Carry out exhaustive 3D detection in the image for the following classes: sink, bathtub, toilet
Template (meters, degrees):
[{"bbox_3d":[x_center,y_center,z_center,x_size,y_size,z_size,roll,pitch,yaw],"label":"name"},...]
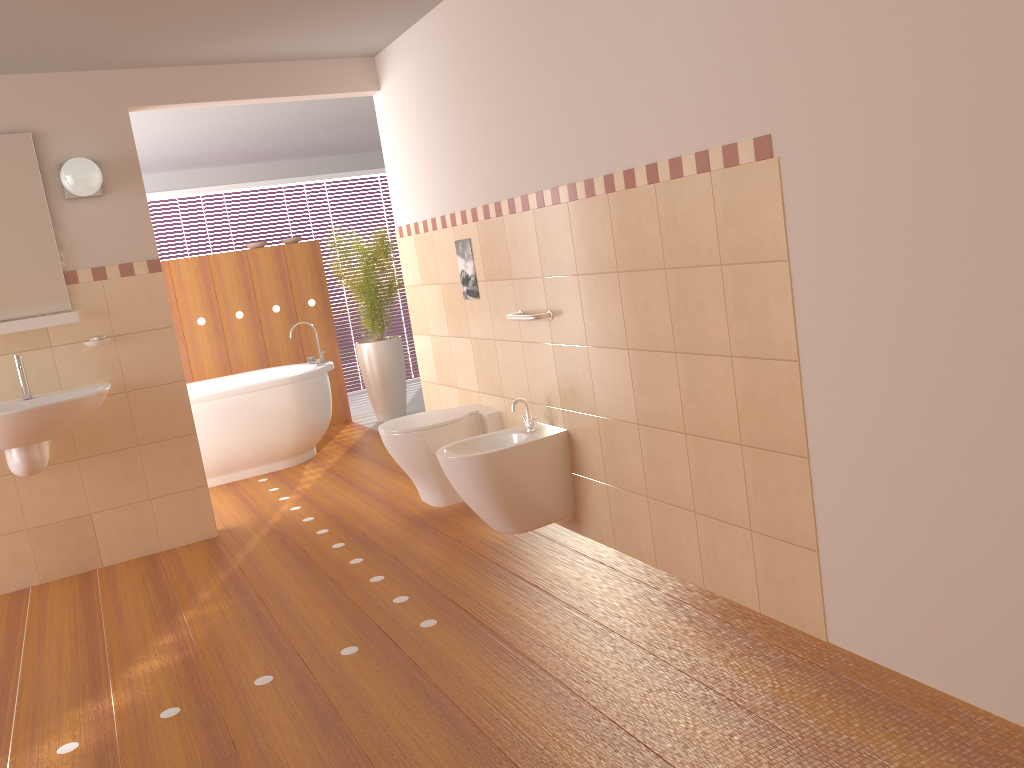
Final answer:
[{"bbox_3d":[-2.066,0.136,3.799,0.683,0.516,0.539,-13,10,-25],"label":"sink"},{"bbox_3d":[-0.042,0.338,3.597,0.515,0.517,0.335,-13,10,-25],"label":"sink"},{"bbox_3d":[-2.063,0.170,5.840,1.874,0.900,0.888,-13,10,-25],"label":"bathtub"},{"bbox_3d":[-0.337,0.347,4.193,0.534,0.400,0.375,-13,10,-25],"label":"toilet"}]

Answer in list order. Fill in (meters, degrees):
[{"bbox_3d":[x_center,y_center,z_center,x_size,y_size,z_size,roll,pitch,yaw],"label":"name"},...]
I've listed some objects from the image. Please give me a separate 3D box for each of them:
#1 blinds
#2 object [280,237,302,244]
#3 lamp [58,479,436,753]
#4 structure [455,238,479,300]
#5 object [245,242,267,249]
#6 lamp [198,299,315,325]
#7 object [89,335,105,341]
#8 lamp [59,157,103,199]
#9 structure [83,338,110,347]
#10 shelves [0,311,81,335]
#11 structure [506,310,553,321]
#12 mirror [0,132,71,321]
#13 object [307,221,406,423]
[{"bbox_3d":[-3.053,-0.604,7.890,4.712,2.022,0.032,-13,10,-25],"label":"blinds"},{"bbox_3d":[-1.731,-1.120,6.965,0.173,0.046,0.173,-13,10,-25],"label":"object"},{"bbox_3d":[-2.295,1.024,3.610,3.173,0.001,2.893,-13,10,-25],"label":"lamp"},{"bbox_3d":[-0.210,-0.531,4.117,0.005,0.279,0.170,-13,10,-25],"label":"structure"},{"bbox_3d":[-1.970,-1.065,6.849,0.173,0.046,0.173,-13,10,-25],"label":"object"},{"bbox_3d":[-2.058,-0.522,6.701,1.169,0.052,0.001,-13,10,-25],"label":"lamp"},{"bbox_3d":[-1.916,-0.210,4.095,0.075,0.023,0.050,-4,10,29],"label":"object"},{"bbox_3d":[-1.925,-0.924,3.966,0.173,0.173,0.209,-13,10,-25],"label":"lamp"},{"bbox_3d":[-1.914,-0.188,4.097,0.117,0.029,0.092,-13,10,-25],"label":"structure"},{"bbox_3d":[-2.213,-0.252,3.917,0.554,0.050,0.138,-13,10,-25],"label":"shelves"},{"bbox_3d":[0.059,-0.273,3.597,0.091,0.042,0.295,-13,10,-25],"label":"structure"},{"bbox_3d":[-2.301,-0.678,3.895,0.502,0.799,0.008,-13,10,-25],"label":"mirror"},{"bbox_3d":[-0.960,-0.496,6.841,0.683,1.557,1.335,-8,9,7],"label":"object"}]
